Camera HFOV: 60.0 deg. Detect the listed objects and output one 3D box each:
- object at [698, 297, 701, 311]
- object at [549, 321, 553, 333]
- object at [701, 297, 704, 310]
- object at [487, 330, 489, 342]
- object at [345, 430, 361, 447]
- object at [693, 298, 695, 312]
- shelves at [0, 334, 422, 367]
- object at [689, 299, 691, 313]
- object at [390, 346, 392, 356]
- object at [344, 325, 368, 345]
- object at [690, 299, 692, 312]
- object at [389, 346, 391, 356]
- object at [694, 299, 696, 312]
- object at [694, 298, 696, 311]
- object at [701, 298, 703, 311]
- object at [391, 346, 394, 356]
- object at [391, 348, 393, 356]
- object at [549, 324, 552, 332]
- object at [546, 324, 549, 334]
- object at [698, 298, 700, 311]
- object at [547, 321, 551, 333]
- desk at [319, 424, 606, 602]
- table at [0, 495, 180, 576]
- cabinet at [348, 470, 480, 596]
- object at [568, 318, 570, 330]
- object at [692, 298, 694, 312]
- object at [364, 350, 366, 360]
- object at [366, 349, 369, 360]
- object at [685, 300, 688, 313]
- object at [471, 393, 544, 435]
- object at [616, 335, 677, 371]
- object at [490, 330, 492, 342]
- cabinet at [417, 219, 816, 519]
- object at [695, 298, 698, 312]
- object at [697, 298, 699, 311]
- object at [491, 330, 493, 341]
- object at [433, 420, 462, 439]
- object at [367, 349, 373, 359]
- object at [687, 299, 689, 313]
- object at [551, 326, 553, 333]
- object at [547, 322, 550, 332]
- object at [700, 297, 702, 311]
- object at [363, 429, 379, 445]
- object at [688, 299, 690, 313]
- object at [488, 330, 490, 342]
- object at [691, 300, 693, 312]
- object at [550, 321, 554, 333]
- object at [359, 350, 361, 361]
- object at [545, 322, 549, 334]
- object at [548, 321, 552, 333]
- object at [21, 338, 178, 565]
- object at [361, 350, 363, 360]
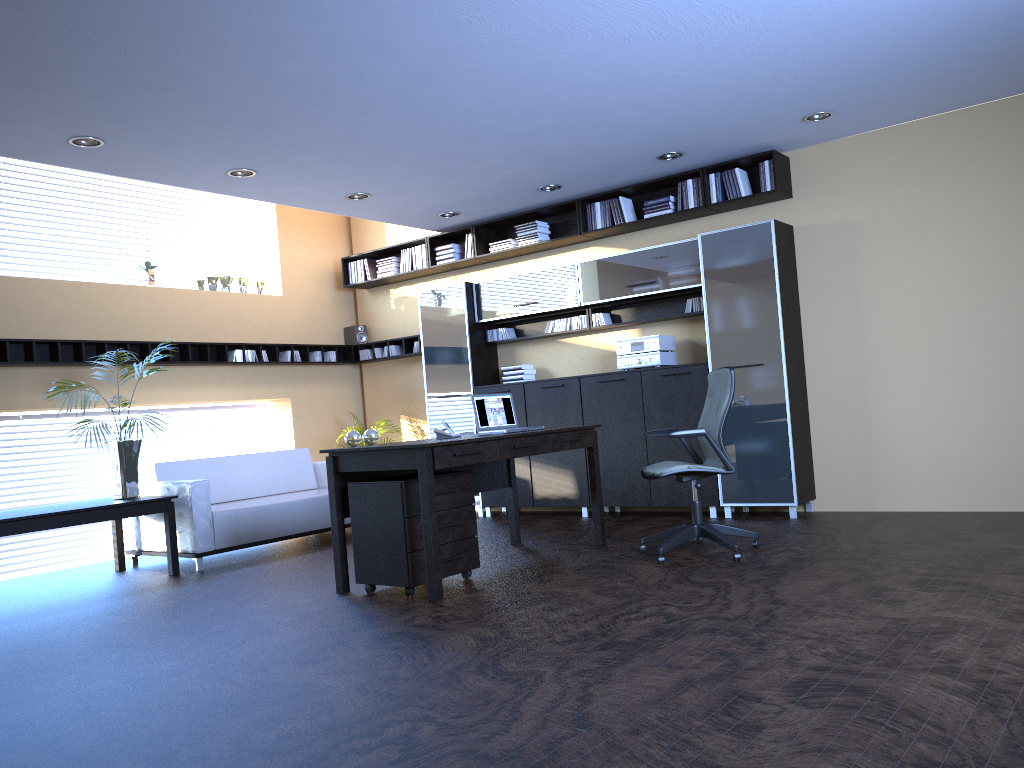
[{"bbox_3d":[1.683,-0.700,7.814,0.009,0.120,0.142,-5,-1,37],"label":"object"},{"bbox_3d":[0.426,-0.561,8.773,0.055,0.110,0.140,-5,-1,37],"label":"object"},{"bbox_3d":[1.705,-0.702,7.793,0.009,0.120,0.142,-5,-1,37],"label":"object"},{"bbox_3d":[-0.206,-0.497,9.245,0.009,0.120,0.142,-5,-1,37],"label":"object"},{"bbox_3d":[-1.015,0.349,5.655,0.105,0.105,0.105,-4,-1,-34],"label":"object"},{"bbox_3d":[1.643,-0.696,7.846,0.006,0.118,0.140,-5,-1,37],"label":"object"},{"bbox_3d":[-3.371,-0.320,7.645,1.250,0.213,6.617,-6,-2,37],"label":"shelves"},{"bbox_3d":[1.615,-0.692,7.876,0.030,0.120,0.142,-5,-1,37],"label":"object"},{"bbox_3d":[-1.335,-0.376,10.100,0.009,0.120,0.142,-5,-1,37],"label":"object"},{"bbox_3d":[-1.842,-0.566,10.481,0.158,0.229,0.254,-4,-2,-43],"label":"object"},{"bbox_3d":[1.617,-0.693,7.863,0.026,0.117,0.140,-5,-1,37],"label":"object"},{"bbox_3d":[-1.343,-0.375,10.106,0.009,0.120,0.142,-5,-1,37],"label":"object"},{"bbox_3d":[1.647,-0.696,7.851,0.009,0.120,0.142,-5,-1,37],"label":"object"},{"bbox_3d":[1.653,-0.696,7.842,0.009,0.120,0.142,-5,-1,37],"label":"object"},{"bbox_3d":[1.699,-0.702,7.802,0.009,0.120,0.142,-5,-1,37],"label":"object"},{"bbox_3d":[-1.310,-0.378,10.082,0.030,0.120,0.142,-5,-1,37],"label":"object"},{"bbox_3d":[-1.318,-0.377,10.088,0.030,0.120,0.142,-5,-1,37],"label":"object"},{"bbox_3d":[0.426,-0.561,8.774,0.059,0.113,0.142,-5,-1,37],"label":"object"},{"bbox_3d":[0.396,-0.558,8.801,0.059,0.113,0.142,-5,-1,37],"label":"object"},{"bbox_3d":[1.677,-0.699,7.823,0.009,0.120,0.142,-5,-1,37],"label":"object"},{"bbox_3d":[0.409,-0.560,8.785,0.059,0.113,0.142,-5,-1,37],"label":"object"},{"bbox_3d":[-0.229,0.796,5.979,0.915,0.890,1.893,-6,-2,37],"label":"desk"},{"bbox_3d":[-3.461,1.214,6.311,0.898,0.603,1.893,-6,-2,37],"label":"table"},{"bbox_3d":[-0.587,0.913,5.512,0.501,0.680,0.634,-5,-1,37],"label":"cabinet"},{"bbox_3d":[0.594,-0.583,8.642,0.036,0.116,0.140,-5,-1,37],"label":"object"},{"bbox_3d":[1.638,-0.695,7.856,0.009,0.120,0.142,-5,-1,37],"label":"object"},{"bbox_3d":[-1.664,-0.340,10.349,0.009,0.120,0.142,-5,-1,37],"label":"object"},{"bbox_3d":[-1.640,-0.343,10.330,0.009,0.120,0.142,-5,-1,37],"label":"object"},{"bbox_3d":[1.587,-0.688,7.898,0.040,0.118,0.142,-5,-1,37],"label":"object"},{"bbox_3d":[-0.029,0.198,6.227,0.390,0.283,0.323,-3,-2,-43],"label":"object"},{"bbox_3d":[1.211,-0.276,8.006,0.431,0.282,0.363,-6,-2,37],"label":"object"},{"bbox_3d":[-0.182,-0.500,9.227,0.009,0.120,0.142,-5,-1,37],"label":"object"},{"bbox_3d":[0.766,0.039,8.396,3.881,2.398,0.490,-6,-1,37],"label":"cabinet"},{"bbox_3d":[1.655,-0.697,7.828,0.009,0.120,0.142,-5,-1,37],"label":"object"},{"bbox_3d":[1.669,-0.699,7.814,0.006,0.118,0.140,-5,-1,37],"label":"object"},{"bbox_3d":[-0.165,-0.501,9.215,0.006,0.118,0.140,-5,-1,37],"label":"object"},{"bbox_3d":[-0.430,0.298,5.892,0.146,0.126,0.130,-5,-1,22],"label":"object"},{"bbox_3d":[-1.620,-0.344,10.316,0.040,0.118,0.142,-5,-1,37],"label":"object"},{"bbox_3d":[1.598,-0.690,7.889,0.030,0.120,0.142,-5,-1,37],"label":"object"},{"bbox_3d":[0.436,-0.562,8.771,0.059,0.113,0.142,-5,-1,37],"label":"object"},{"bbox_3d":[0.401,-0.559,8.791,0.059,0.113,0.142,-5,-1,37],"label":"object"},{"bbox_3d":[1.697,-0.701,7.817,0.006,0.118,0.140,-5,-1,37],"label":"object"},{"bbox_3d":[-0.909,0.342,5.711,0.105,0.105,0.105,-4,-1,-34],"label":"object"},{"bbox_3d":[1.607,-0.691,7.882,0.030,0.120,0.142,-5,-1,37],"label":"object"},{"bbox_3d":[-0.197,-0.498,9.240,0.006,0.118,0.140,-5,-1,37],"label":"object"},{"bbox_3d":[1.622,-0.693,7.869,0.030,0.120,0.142,-5,-1,37],"label":"object"},{"bbox_3d":[0.432,-0.562,8.765,0.055,0.110,0.140,-5,-1,37],"label":"object"},{"bbox_3d":[-1.729,-0.333,10.398,0.009,0.120,0.142,-5,-1,37],"label":"object"},{"bbox_3d":[0.382,-0.557,8.799,0.059,0.113,0.142,-5,-1,37],"label":"object"},{"bbox_3d":[0.415,-0.560,8.776,0.055,0.110,0.140,-5,-1,37],"label":"object"},{"bbox_3d":[-3.387,0.615,7.386,1.039,1.859,1.898,-4,-1,-33],"label":"object"},{"bbox_3d":[-1.705,-0.336,10.380,0.009,0.120,0.142,-5,-1,37],"label":"object"}]
